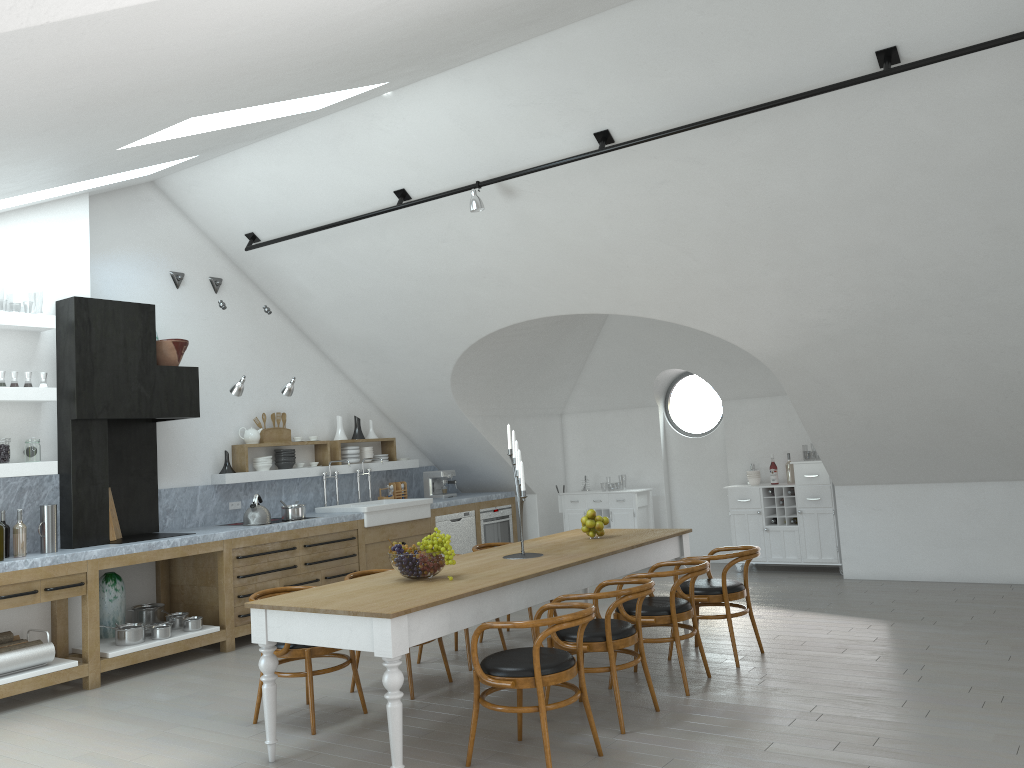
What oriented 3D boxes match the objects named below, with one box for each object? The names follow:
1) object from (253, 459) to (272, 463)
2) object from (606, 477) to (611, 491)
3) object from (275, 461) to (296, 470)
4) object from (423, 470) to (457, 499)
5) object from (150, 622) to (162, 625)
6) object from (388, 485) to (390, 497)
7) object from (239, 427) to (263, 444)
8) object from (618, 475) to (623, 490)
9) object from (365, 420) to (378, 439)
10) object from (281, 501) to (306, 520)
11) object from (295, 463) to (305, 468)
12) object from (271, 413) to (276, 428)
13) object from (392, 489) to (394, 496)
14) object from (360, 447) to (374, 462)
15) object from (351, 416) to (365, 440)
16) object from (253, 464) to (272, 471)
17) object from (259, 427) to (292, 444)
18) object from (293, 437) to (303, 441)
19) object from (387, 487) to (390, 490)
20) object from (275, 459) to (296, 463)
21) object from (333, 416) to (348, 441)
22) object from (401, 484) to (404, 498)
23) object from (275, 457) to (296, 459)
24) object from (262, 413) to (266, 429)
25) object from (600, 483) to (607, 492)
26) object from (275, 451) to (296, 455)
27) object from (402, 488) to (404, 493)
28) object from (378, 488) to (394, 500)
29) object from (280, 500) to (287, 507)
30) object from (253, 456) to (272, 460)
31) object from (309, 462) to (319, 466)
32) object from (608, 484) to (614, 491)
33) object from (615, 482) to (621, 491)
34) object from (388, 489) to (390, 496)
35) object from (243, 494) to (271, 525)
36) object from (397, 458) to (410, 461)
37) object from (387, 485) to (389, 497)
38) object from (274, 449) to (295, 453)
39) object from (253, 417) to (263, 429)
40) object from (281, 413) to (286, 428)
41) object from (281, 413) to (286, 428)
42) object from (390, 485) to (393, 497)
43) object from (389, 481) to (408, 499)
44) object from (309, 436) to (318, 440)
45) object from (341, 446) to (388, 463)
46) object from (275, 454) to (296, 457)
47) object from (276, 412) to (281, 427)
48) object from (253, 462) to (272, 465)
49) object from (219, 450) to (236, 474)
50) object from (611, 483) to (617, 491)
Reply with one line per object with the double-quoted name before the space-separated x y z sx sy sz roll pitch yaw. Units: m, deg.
"object" -2.444 0.775 8.693 0.181 0.069 0.180 0 -5 -38
"object" 1.152 1.190 10.544 0.048 0.170 0.048 -6 -6 22
"object" -2.281 0.822 8.919 0.205 0.072 0.205 -5 -5 22
"object" -0.791 1.176 10.403 0.386 0.321 0.324 -7 -6 34
"object" -2.866 1.928 7.066 0.061 0.035 0.169 -7 -5 34
"object" -1.395 1.243 10.035 0.020 0.197 0.018 -9 -8 44
"object" -2.547 0.503 8.647 0.174 0.169 0.167 -5 -5 18
"object" 1.295 1.174 10.522 0.054 0.179 0.054 -5 -6 12
"object" -1.590 0.513 10.022 0.156 0.219 0.155 -5 -5 16
"object" -2.021 1.198 8.359 0.232 0.171 0.393 -5 -4 14
"object" -2.178 0.838 9.104 0.098 0.049 0.098 -6 -5 32
"object" -2.389 0.437 8.919 0.040 0.300 0.061 -7 -7 32
"object" -1.356 1.250 10.037 0.044 0.179 0.019 -6 -6 19
"object" -1.612 0.782 9.851 0.158 0.160 0.153 -1 -5 -27
"object" -1.711 0.483 9.835 0.156 0.269 0.156 -8 -7 39
"object" -2.442 0.821 8.686 0.181 0.064 0.180 -1 -5 -33
"object" -2.377 0.515 8.905 0.084 0.158 0.353 -7 -6 34
"object" -2.204 0.571 9.118 0.098 0.049 0.098 -6 -5 32
"object" -1.398 1.241 10.052 0.040 0.193 0.042 -2 -6 -18
"object" -2.283 0.796 8.921 0.205 0.086 0.205 -2 -4 -18
"object" -1.864 0.477 9.621 0.156 0.269 0.156 -6 -6 23
"object" -1.258 1.243 10.207 0.040 0.193 0.042 -3 -6 -5
"object" -2.278 0.768 8.923 0.205 0.087 0.205 -3 -4 -13
"object" -2.458 0.434 8.821 0.027 0.300 0.055 -8 -7 34
"object" 1.088 1.223 10.493 0.081 0.105 0.081 1 -7 -42
"object" -2.286 0.722 8.936 0.205 0.084 0.205 -1 -5 -28
"object" -1.257 1.247 10.223 0.018 0.197 0.020 0 -7 -33
"object" -1.426 1.258 10.010 0.100 0.172 0.173 -8 -6 36
"object" -2.096 1.174 8.315 0.235 0.167 0.051 -6 -6 30
"object" -2.445 0.746 8.697 0.181 0.076 0.180 -2 -4 -18
"object" -2.068 0.842 9.261 0.098 0.049 0.098 -6 -5 32
"object" 1.173 1.226 10.477 0.077 0.085 0.077 -6 -5 22
"object" 1.254 1.213 10.464 0.071 0.099 0.071 -1 -6 -32
"object" -1.382 1.250 10.008 0.019 0.179 0.044 -4 -6 0
"object" -2.294 1.123 7.970 0.245 0.268 0.246 -9 -7 44
"object" -1.296 0.889 10.349 0.213 0.025 0.213 -5 -4 22
"object" -1.395 1.242 10.024 0.019 0.196 0.022 -6 -6 23
"object" -2.291 0.694 8.938 0.205 0.080 0.205 -7 -5 37
"object" -2.476 0.451 8.788 0.199 0.260 0.016 1 -8 -45
"object" -2.320 0.439 8.990 0.039 0.299 0.067 -8 -7 34
"object" -2.313 0.441 9.030 0.030 0.295 0.057 -8 -7 34
"object" -1.358 1.237 10.024 0.040 0.193 0.042 -2 -6 -19
"object" -1.309 1.238 10.201 0.104 0.223 0.200 -7 -6 35
"object" -2.082 0.575 9.293 0.098 0.049 0.098 -6 -5 32
"object" -1.632 0.786 9.864 0.197 0.196 0.656 -7 -5 34
"object" -2.284 0.746 8.929 0.205 0.072 0.205 -5 -5 22
"object" -2.354 0.437 8.936 0.019 0.300 0.057 -8 -7 34
"object" -2.444 0.798 8.688 0.181 0.065 0.180 -2 -4 -18
"object" -2.693 0.735 8.375 0.156 0.219 0.155 -5 -5 16
"object" 1.229 1.224 10.551 0.094 0.094 0.093 -6 -5 22
